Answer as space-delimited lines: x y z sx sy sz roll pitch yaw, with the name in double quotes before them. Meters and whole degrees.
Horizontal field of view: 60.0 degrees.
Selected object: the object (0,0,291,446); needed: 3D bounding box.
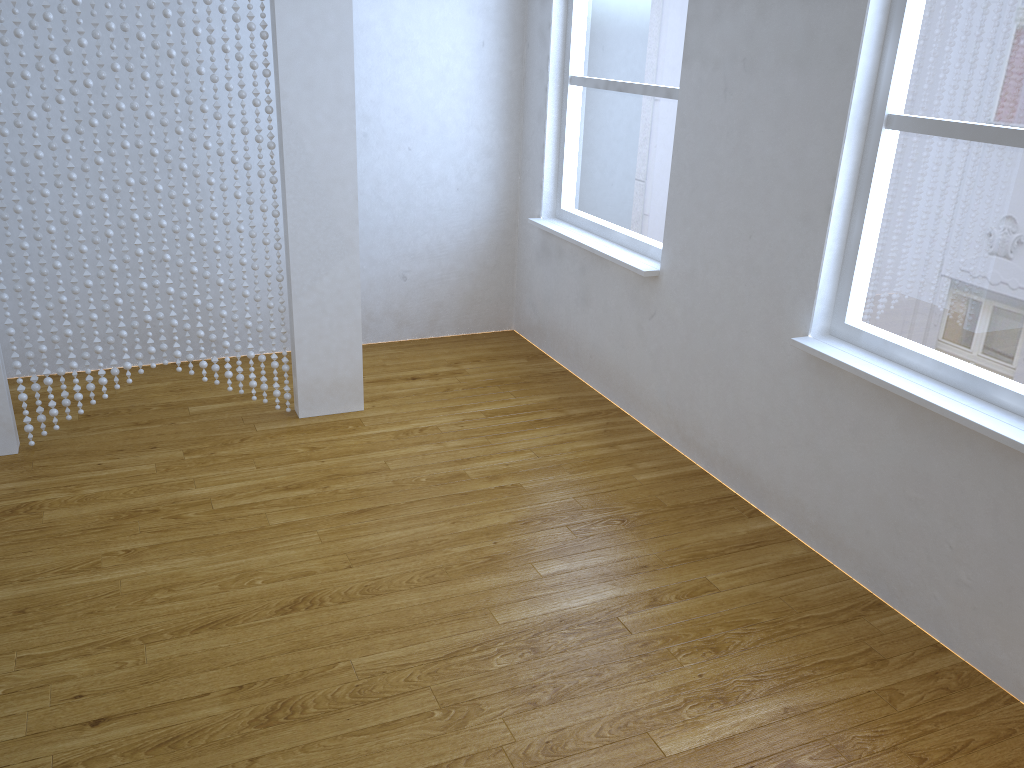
"object" -1.241 -0.775 2.898 0.921 2.039 0.050 -8 25 -23
